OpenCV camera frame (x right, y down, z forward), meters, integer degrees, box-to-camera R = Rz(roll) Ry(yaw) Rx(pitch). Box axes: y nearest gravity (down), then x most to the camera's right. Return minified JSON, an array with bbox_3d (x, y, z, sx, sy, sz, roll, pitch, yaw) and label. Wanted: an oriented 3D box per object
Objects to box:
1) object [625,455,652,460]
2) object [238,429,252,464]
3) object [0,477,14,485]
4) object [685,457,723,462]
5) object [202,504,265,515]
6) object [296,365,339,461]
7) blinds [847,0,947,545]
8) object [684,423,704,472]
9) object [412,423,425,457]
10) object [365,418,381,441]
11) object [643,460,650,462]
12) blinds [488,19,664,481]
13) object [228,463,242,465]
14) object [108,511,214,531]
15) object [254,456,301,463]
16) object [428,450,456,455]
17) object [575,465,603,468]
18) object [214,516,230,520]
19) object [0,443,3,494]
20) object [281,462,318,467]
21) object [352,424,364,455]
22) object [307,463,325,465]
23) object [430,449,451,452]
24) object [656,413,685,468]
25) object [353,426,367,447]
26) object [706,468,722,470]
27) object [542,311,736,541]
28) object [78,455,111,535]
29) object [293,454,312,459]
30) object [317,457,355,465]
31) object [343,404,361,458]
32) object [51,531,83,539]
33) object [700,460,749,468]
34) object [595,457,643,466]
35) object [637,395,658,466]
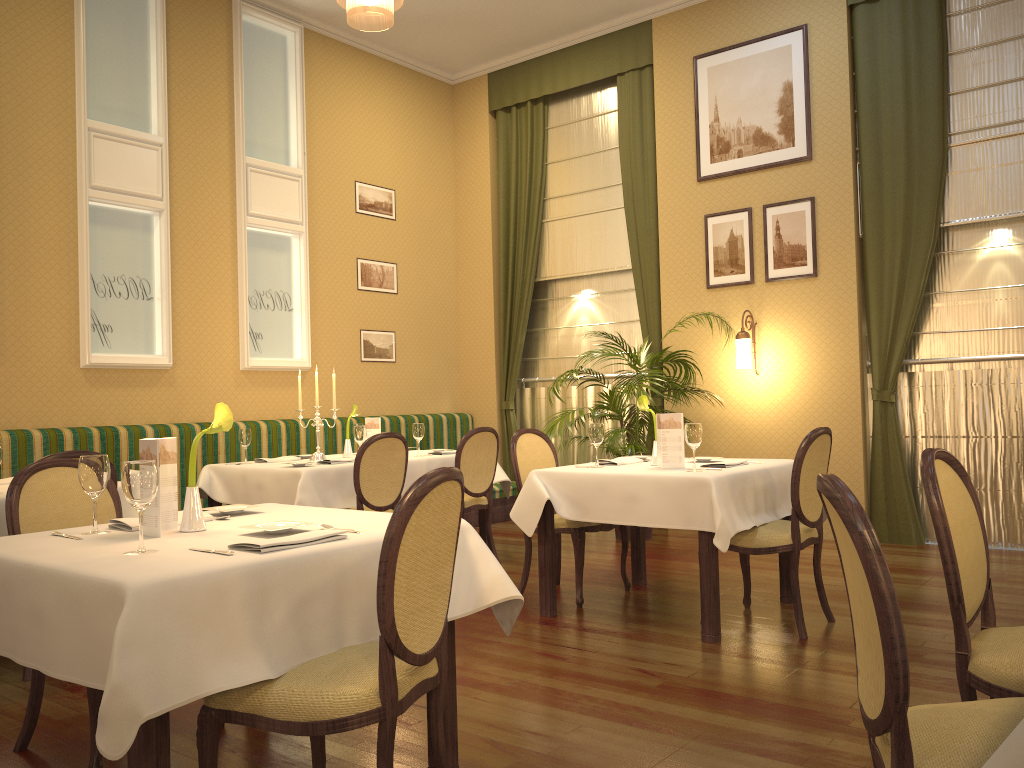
[{"bbox_3d":[0.736,0.429,5.104,0.160,0.024,0.160,-3,-2,39],"label":"object"},{"bbox_3d":[-1.760,0.411,5.854,0.088,0.229,0.088,-2,-1,-3],"label":"object"},{"bbox_3d":[-2.688,0.512,4.658,0.142,0.033,0.273,-3,-2,39],"label":"object"},{"bbox_3d":[1.047,0.414,4.838,0.160,0.024,0.160,-3,-2,39],"label":"object"},{"bbox_3d":[-0.946,0.429,2.994,0.160,0.024,0.160,-3,-2,39],"label":"object"},{"bbox_3d":[-1.311,0.193,5.974,0.390,0.655,0.131,-3,-2,44],"label":"object"},{"bbox_3d":[3.321,-1.124,6.089,1.878,4.537,0.129,-3,-2,39],"label":"blinds"},{"bbox_3d":[0.867,0.302,4.226,0.088,0.229,0.088,-2,-1,-3],"label":"object"},{"bbox_3d":[-0.646,0.387,6.131,0.088,0.229,0.088,-2,-1,-3],"label":"object"},{"bbox_3d":[-0.994,0.376,6.237,0.081,0.277,0.166,-1,-2,-35],"label":"object"},{"bbox_3d":[0.707,0.431,4.995,0.181,0.015,0.038,-3,-2,40],"label":"object"},{"bbox_3d":[0.587,-1.000,8.282,1.934,4.537,0.225,-3,-2,38],"label":"blinds"},{"bbox_3d":[-1.816,0.519,5.786,0.181,0.015,0.038,-3,-2,40],"label":"object"},{"bbox_3d":[-1.090,0.425,2.765,0.142,0.033,0.273,-3,-2,39],"label":"object"},{"bbox_3d":[-1.581,0.510,5.988,0.142,0.033,0.273,-3,-2,39],"label":"object"},{"bbox_3d":[-0.459,0.491,6.350,0.142,0.024,0.273,-3,-2,39],"label":"object"},{"bbox_3d":[0.409,0.434,4.651,0.185,0.010,0.017,-3,-2,40],"label":"object"},{"bbox_3d":[-0.974,0.431,2.886,0.181,0.015,0.038,-3,-2,40],"label":"object"},{"bbox_3d":[-2.386,0.390,4.073,0.088,0.229,0.088,-2,-1,-3],"label":"object"},{"bbox_3d":[-1.295,0.492,5.393,0.160,0.024,0.160,-3,-2,39],"label":"object"},{"bbox_3d":[-1.145,0.411,6.618,0.088,0.229,0.088,-2,-1,-3],"label":"object"},{"bbox_3d":[-1.235,0.497,5.545,0.181,0.015,0.038,-3,-2,40],"label":"object"},{"bbox_3d":[-0.541,0.496,6.550,0.160,0.024,0.160,-3,-2,39],"label":"object"},{"bbox_3d":[0.783,0.289,4.513,0.081,0.277,0.166,0,-2,-45],"label":"object"},{"bbox_3d":[-0.993,0.389,5.805,0.088,0.229,0.088,-2,-1,-3],"label":"object"},{"bbox_3d":[0.933,0.412,4.306,0.185,0.010,0.017,-3,-2,39],"label":"object"},{"bbox_3d":[1.028,0.336,7.060,1.496,1.807,1.552,-2,-1,19],"label":"object"},{"bbox_3d":[-1.230,0.325,2.614,0.088,0.229,0.088,-1,-1,-9],"label":"object"},{"bbox_3d":[-1.460,0.516,6.277,0.160,0.024,0.160,-3,-2,39],"label":"object"},{"bbox_3d":[-1.091,0.489,5.640,0.142,0.033,0.273,-3,-2,39],"label":"object"},{"bbox_3d":[-1.134,0.330,6.255,0.076,0.375,0.163,-2,-1,25],"label":"object"},{"bbox_3d":[-1.273,0.434,2.541,0.185,0.010,0.017,-3,-2,40],"label":"object"},{"bbox_3d":[1.083,0.407,4.515,0.142,0.024,0.273,-3,-2,39],"label":"object"},{"bbox_3d":[0.591,0.425,4.875,0.142,0.033,0.273,-3,-2,39],"label":"object"},{"bbox_3d":[0.743,0.244,4.731,0.076,0.375,0.163,-1,-1,-30],"label":"object"}]
